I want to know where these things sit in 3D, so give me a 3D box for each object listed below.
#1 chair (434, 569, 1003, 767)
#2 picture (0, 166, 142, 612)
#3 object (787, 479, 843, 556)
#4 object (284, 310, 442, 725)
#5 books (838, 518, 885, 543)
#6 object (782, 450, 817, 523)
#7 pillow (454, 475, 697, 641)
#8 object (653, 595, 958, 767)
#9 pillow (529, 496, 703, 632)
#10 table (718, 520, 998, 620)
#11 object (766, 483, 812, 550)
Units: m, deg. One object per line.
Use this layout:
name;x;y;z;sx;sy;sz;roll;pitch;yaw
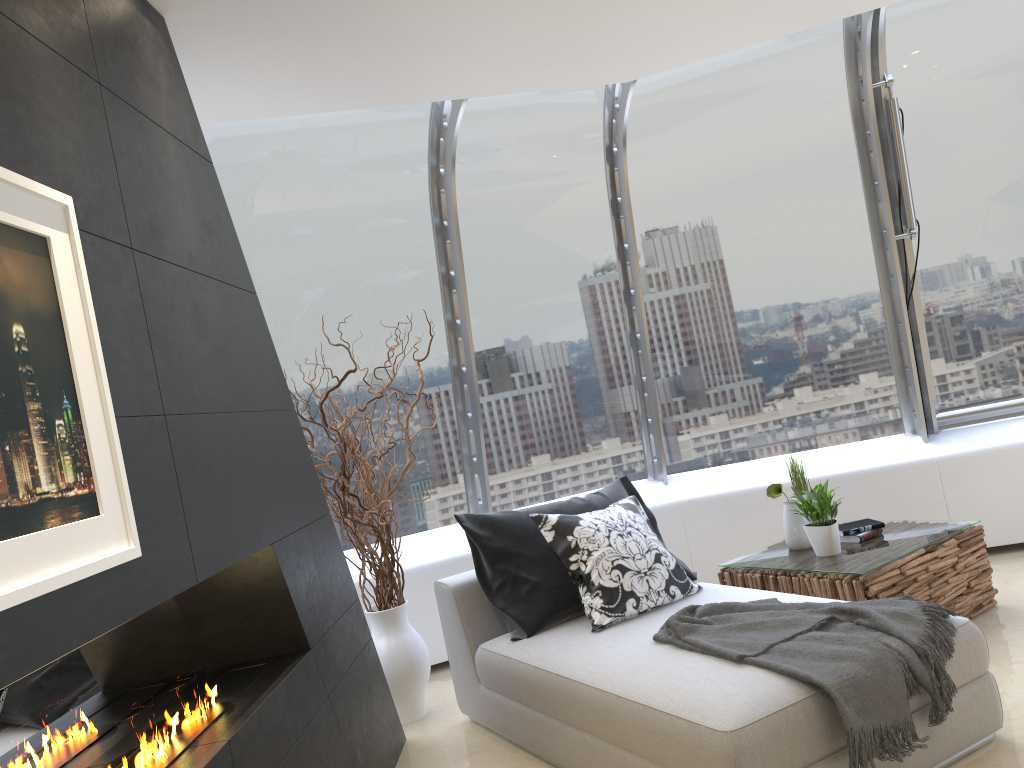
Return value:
chair;0.657;1.076;3.656;1.176;0.690;2.068;-11;-2;-28
picture;-0.934;-0.033;0.910;0.025;0.804;2.068;-12;-1;2
object;1.504;0.650;4.335;0.284;0.369;0.215;-13;-2;35
object;-0.946;0.723;4.427;1.370;2.059;1.508;-12;-1;3
books;1.763;0.755;4.536;0.265;0.063;0.246;-11;-1;-11
object;1.535;0.578;4.718;0.153;0.511;0.150;-11;-2;-30
pillow;0.313;0.791;4.233;1.070;0.597;0.510;-11;-2;-28
object;1.083;0.947;3.168;0.825;0.359;1.024;-11;-2;-29
pillow;0.480;0.769;3.980;0.683;0.528;0.431;-11;-2;-34
table;1.725;1.014;4.453;1.007;0.436;0.923;-11;-2;-33
object;1.407;0.672;4.528;0.297;0.370;0.152;-10;-2;-43
